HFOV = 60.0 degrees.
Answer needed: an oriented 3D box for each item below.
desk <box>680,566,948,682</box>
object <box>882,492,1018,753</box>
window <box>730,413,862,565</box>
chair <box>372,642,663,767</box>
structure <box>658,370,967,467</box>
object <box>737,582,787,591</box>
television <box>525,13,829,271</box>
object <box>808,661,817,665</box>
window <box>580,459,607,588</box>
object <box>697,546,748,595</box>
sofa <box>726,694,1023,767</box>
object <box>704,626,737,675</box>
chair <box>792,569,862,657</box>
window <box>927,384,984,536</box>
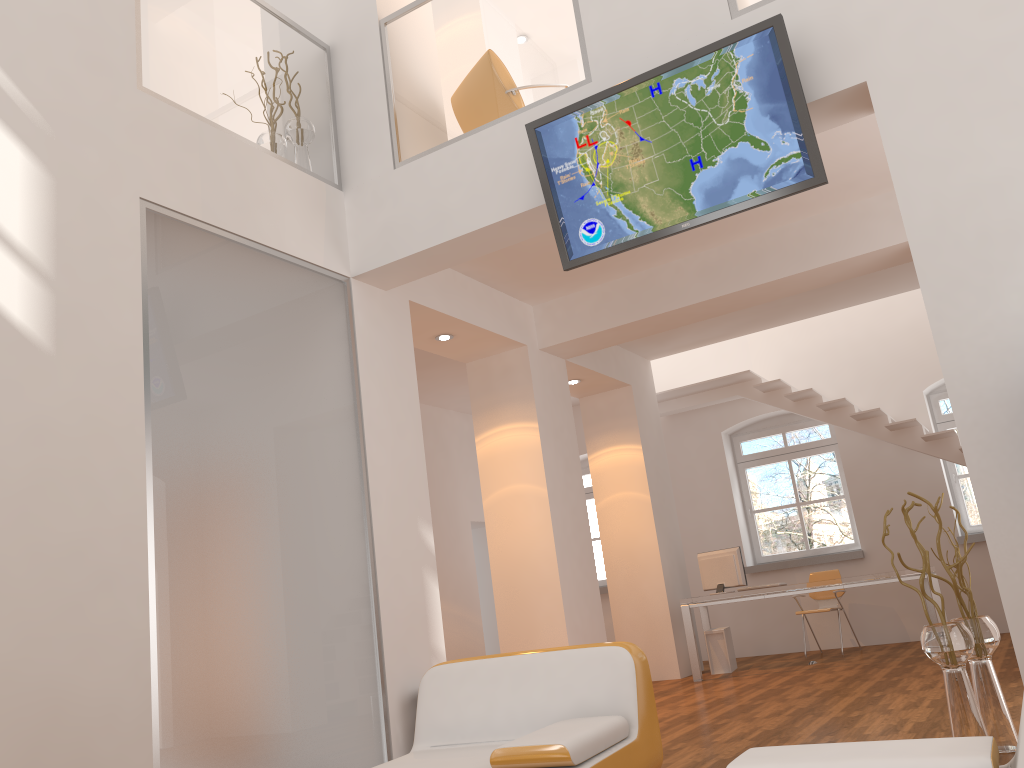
[{"bbox_3d":[2.860,2.269,8.428,2.239,0.750,1.092,-13,-15,18],"label":"desk"},{"bbox_3d":[1.954,1.007,3.862,0.655,1.112,0.284,4,-19,-38],"label":"object"},{"bbox_3d":[3.376,1.221,10.608,1.308,1.737,0.142,-15,-17,28],"label":"window"},{"bbox_3d":[-0.043,1.292,3.056,0.923,0.661,0.825,-14,-16,23],"label":"chair"},{"bbox_3d":[3.219,1.001,8.290,4.630,3.042,3.450,-15,-17,28],"label":"structure"},{"bbox_3d":[2.504,2.031,8.892,0.467,0.031,0.200,-19,-18,38],"label":"object"},{"bbox_3d":[0.774,-1.167,4.461,1.388,0.803,0.266,-15,-17,28],"label":"television"},{"bbox_3d":[2.859,2.652,8.430,0.054,0.035,0.115,-19,-18,38],"label":"object"},{"bbox_3d":[1.329,1.789,11.742,1.308,1.737,0.142,-15,-17,28],"label":"window"},{"bbox_3d":[2.023,1.848,8.719,0.245,0.418,0.516,1,-17,-30],"label":"object"},{"bbox_3d":[0.476,0.725,1.140,0.825,0.661,2.010,-15,-16,27],"label":"sofa"},{"bbox_3d":[2.098,2.674,8.903,0.200,0.422,0.474,-13,-15,18],"label":"object"},{"bbox_3d":[3.260,2.391,9.287,0.464,0.829,0.495,7,-20,-44],"label":"chair"},{"bbox_3d":[5.325,0.681,9.527,1.308,1.737,0.142,-15,-17,28],"label":"window"}]
